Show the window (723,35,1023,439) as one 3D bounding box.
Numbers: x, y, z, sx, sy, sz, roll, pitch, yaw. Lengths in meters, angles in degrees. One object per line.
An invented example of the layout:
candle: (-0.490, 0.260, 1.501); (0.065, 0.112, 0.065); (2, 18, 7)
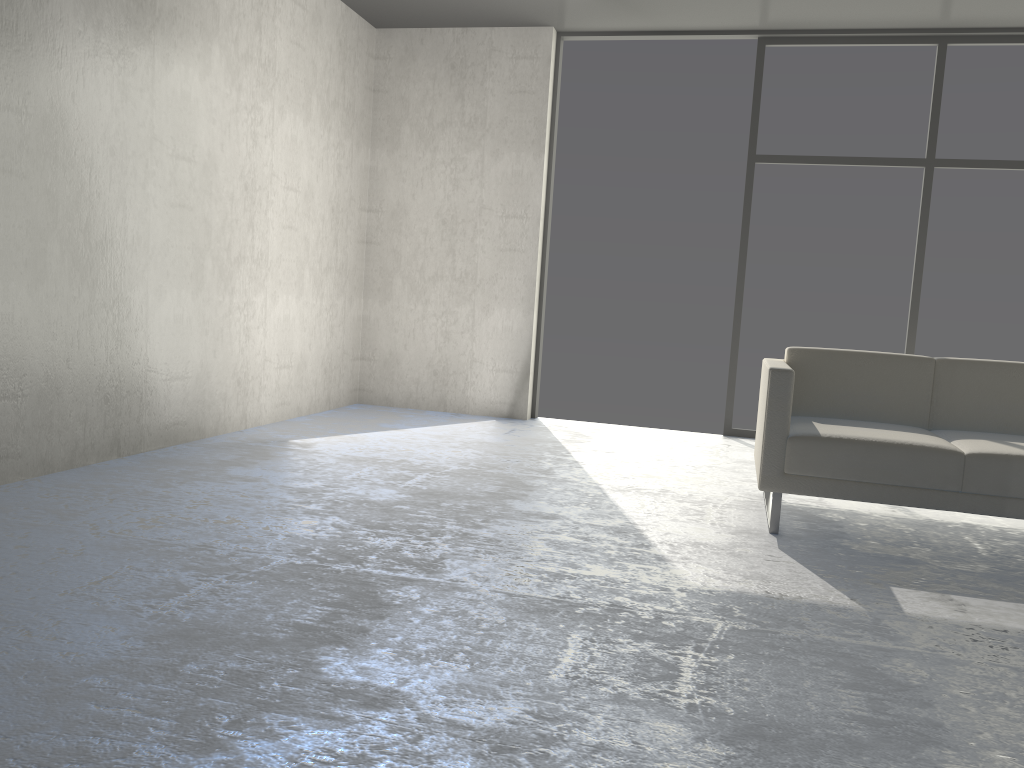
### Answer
window: (3.406, -0.726, 5.079); (4.080, 2.477, 0.037); (5, 5, 14)

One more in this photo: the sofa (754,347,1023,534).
sofa: (1.893, 0.255, 3.297); (1.881, 0.658, 0.821); (5, 5, 14)
